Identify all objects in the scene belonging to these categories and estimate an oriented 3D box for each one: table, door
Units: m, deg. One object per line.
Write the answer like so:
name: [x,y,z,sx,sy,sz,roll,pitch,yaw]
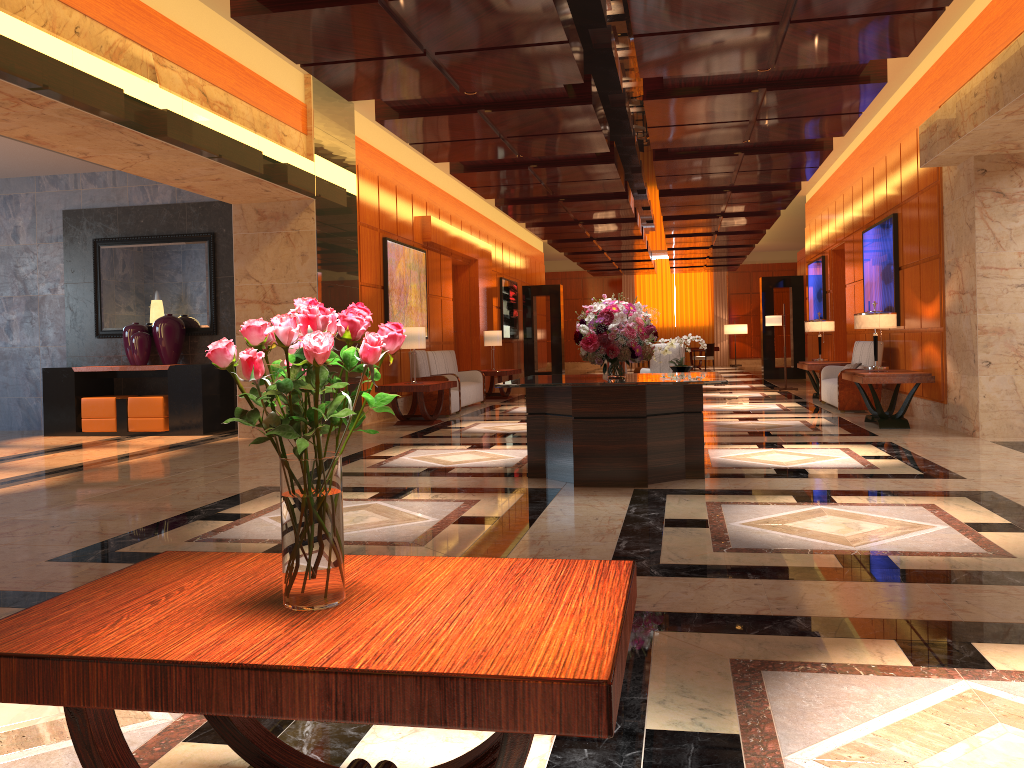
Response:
table: [0.820,0.323,6.864,1.600,0.744,1.602,-1,2,11]
table: [4.226,0.166,10.017,0.725,0.606,1.271,-1,2,11]
door: [-1.149,-1.056,17.228,0.340,2.650,1.501,-1,1,11]
door: [6.065,-1.172,15.867,0.340,2.650,1.539,-1,1,11]
table: [5.018,-0.044,14.164,0.725,0.606,1.271,-1,2,11]
table: [-0.354,0.691,1.755,1.167,0.534,0.725,-1,2,11]
table: [-0.299,0.008,16.614,0.724,0.534,1.169,-1,2,14]
table: [-1.239,0.257,11.693,0.724,0.534,1.169,-1,2,14]
table: [5.637,-0.812,28.774,2.107,0.741,0.784,-2,2,-18]

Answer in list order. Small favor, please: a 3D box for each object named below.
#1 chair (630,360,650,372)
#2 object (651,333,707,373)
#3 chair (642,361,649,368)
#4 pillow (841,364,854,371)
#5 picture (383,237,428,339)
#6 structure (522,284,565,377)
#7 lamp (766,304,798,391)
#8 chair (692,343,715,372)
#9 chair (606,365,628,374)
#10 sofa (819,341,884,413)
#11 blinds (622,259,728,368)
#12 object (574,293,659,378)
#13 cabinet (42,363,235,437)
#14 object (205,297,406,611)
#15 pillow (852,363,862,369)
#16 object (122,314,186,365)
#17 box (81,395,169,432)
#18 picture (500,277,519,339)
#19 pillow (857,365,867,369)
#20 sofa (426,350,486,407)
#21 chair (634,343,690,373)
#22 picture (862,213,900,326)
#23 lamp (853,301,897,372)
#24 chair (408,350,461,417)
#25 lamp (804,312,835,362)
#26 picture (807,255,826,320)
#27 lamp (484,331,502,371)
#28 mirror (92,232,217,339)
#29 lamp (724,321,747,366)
chair: [4.140,-0.842,28.893,0.585,0.894,0.576,-2,1,-41]
object: [2.370,-0.402,12.513,0.788,0.617,0.417,-2,1,-12]
chair: [4.684,-0.908,30.028,0.576,0.894,0.585,-1,1,39]
pillow: [4.883,-0.186,12.910,0.195,0.227,0.344,-1,2,16]
picture: [-1.605,-1.408,13.566,0.056,1.451,1.998,-1,2,11]
structure: [0.817,-1.284,22.812,0.985,2.497,0.500,-1,0,11]
lamp: [5.144,-0.704,16.971,0.526,1.660,0.360,-1,0,1]
chair: [6.070,-0.842,27.853,0.585,0.894,0.576,-2,1,-36]
chair: [1.506,0.000,11.045,0.628,0.960,0.738,-2,1,-10]
sofa: [4.759,-0.134,12.472,0.612,0.932,1.800,-1,2,11]
blinds: [6.093,-2.682,33.224,3.852,4.063,0.149,-1,0,11]
object: [0.804,-0.380,6.878,0.650,0.658,0.680,-1,2,2]
cabinet: [-4.758,0.196,11.338,2.190,0.868,0.784,-1,1,11]
object: [-0.388,0.128,1.725,0.350,0.596,0.327,-1,1,31]
pillow: [4.829,-0.174,12.478,0.160,0.253,0.358,-1,2,7]
object: [-4.665,-0.571,11.439,0.861,0.652,0.520,-1,1,10]
box: [-4.781,0.367,11.196,1.132,0.427,0.490,-1,2,11]
picture: [-0.055,-1.819,21.681,0.056,1.451,1.998,-1,2,11]
pillow: [4.712,-0.137,12.045,0.202,0.229,0.273,-1,2,13]
sofa: [-0.931,-0.085,14.484,0.612,0.932,1.800,-1,2,11]
chair: [2.358,-0.153,13.918,0.737,0.960,0.629,-1,1,30]
picture: [5.133,-1.520,12.377,0.056,1.451,1.998,-1,2,11]
lamp: [4.166,-0.547,10.159,0.458,0.809,0.459,-1,1,20]
chair: [-1.123,-0.020,12.875,0.628,0.960,0.738,-1,1,10]
lamp: [4.946,-0.762,14.239,0.459,0.793,0.458,-2,1,-27]
picture: [6.232,-1.811,18.133,0.056,1.451,1.998,-1,2,11]
lamp: [2.796,-0.445,10.993,0.335,0.734,13.001,-2,2,-30]
mirror: [-4.727,-1.289,11.690,1.766,1.338,0.029,-1,0,11]
lamp: [8.143,-1.477,32.201,0.811,1.660,0.810,-2,1,-39]
